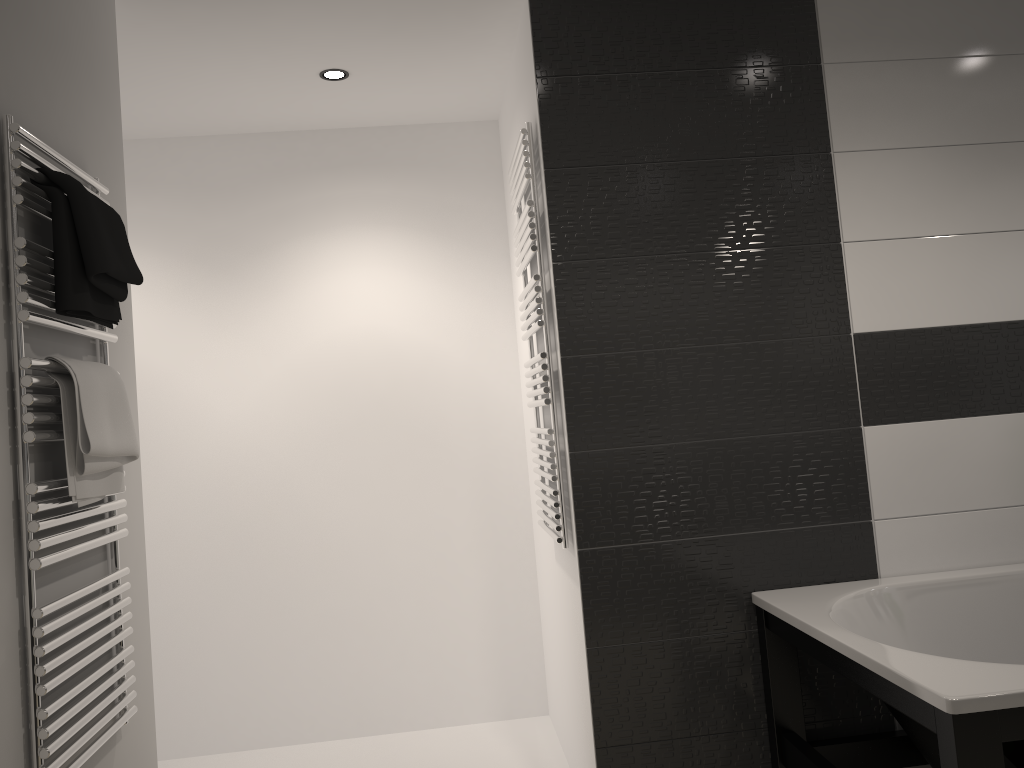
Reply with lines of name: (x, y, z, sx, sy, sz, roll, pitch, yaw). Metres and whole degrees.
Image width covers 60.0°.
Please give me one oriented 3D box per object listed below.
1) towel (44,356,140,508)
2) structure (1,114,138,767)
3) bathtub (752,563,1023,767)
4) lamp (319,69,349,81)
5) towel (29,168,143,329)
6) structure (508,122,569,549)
towel: (-0.890, 0.098, 1.889, 0.098, 0.310, 0.302, -5, -3, -4)
structure: (-0.926, 0.136, 1.881, 0.039, 1.295, 0.471, -4, -4, -5)
bathtub: (1.846, 0.835, 2.166, 2.180, 0.678, 1.006, -5, -3, -5)
lamp: (-0.644, -1.120, 3.211, 0.105, 0.004, 0.105, -5, -2, 10)
towel: (-0.912, -0.282, 1.925, 0.141, 0.310, 0.300, -4, -3, -8)
structure: (0.076, -0.146, 2.888, 0.039, 1.295, 0.471, -4, -4, -5)
